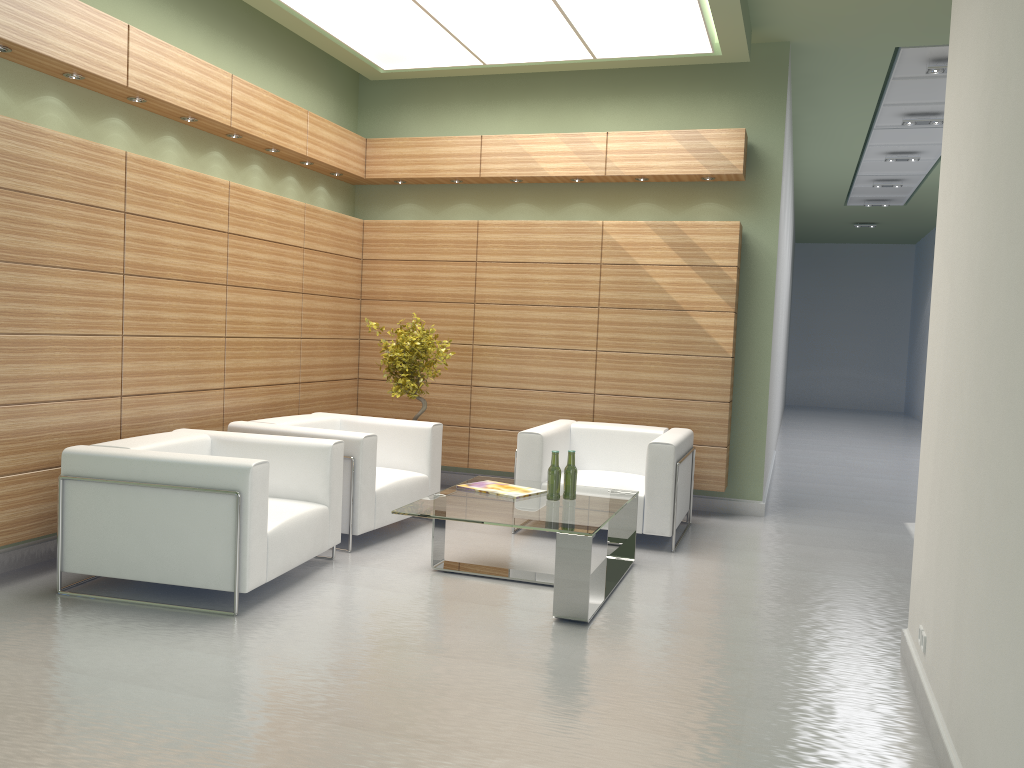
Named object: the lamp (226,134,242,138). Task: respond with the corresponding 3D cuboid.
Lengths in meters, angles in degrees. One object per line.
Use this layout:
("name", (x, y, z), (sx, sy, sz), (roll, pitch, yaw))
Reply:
("lamp", (-3.262, -2.939, 10.420), (0.181, 0.074, 0.181), (3, 3, 1))

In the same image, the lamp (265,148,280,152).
("lamp", (-3.017, -2.971, 11.180), (0.181, 0.074, 0.181), (3, 3, 1))

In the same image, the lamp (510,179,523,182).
("lamp", (0.062, -2.916, 12.603), (0.181, 0.074, 0.181), (1, 4, -22))

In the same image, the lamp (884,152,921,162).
("lamp", (8.024, -4.669, 18.228), (0.657, 0.159, 0.286), (4, 3, 18))

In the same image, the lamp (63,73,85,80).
("lamp", (-4.006, -2.840, 8.110), (0.181, 0.074, 0.181), (3, 3, 1))

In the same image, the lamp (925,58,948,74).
("lamp", (6.110, -4.414, 12.294), (0.657, 0.159, 0.286), (4, 3, 18))

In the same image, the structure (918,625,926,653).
("structure", (2.815, 1.747, 6.084), (0.017, 0.118, 0.262), (4, 3, 18))

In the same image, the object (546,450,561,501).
("object", (0.404, 0.873, 8.471), (0.131, 0.475, 0.131), (2, 3, -17))

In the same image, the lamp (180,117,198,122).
("lamp", (-3.511, -2.905, 9.646), (0.181, 0.074, 0.181), (2, 3, -10))

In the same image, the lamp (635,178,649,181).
("lamp", (1.768, -2.810, 12.057), (0.181, 0.074, 0.181), (1, 4, -22))

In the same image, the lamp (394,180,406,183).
("lamp", (-1.657, -3.024, 13.153), (0.181, 0.074, 0.181), (3, 3, 12))

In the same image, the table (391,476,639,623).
("table", (0.120, 1.474, 8.451), (1.783, 0.742, 2.197), (4, 3, 18))

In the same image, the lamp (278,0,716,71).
("lamp", (-0.403, -4.345, 9.402), (4.571, 0.325, 5.060), (4, 3, 18))

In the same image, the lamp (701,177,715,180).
("lamp", (2.610, -2.757, 11.788), (0.181, 0.074, 0.181), (3, 3, 12))

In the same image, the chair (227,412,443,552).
("chair", (-1.994, 1.054, 10.299), (1.769, 1.234, 1.894), (4, 4, 23))

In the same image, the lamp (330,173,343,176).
("lamp", (-2.517, -3.038, 12.728), (0.181, 0.074, 0.181), (3, 3, 1))

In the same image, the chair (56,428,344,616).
("chair", (-2.723, 1.148, 8.093), (1.802, 1.234, 1.894), (3, 3, 13))

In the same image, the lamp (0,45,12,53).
("lamp", (-4.251, -2.807, 7.353), (0.181, 0.074, 0.181), (2, 3, -10))

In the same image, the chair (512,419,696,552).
("chair", (1.162, 1.165, 10.802), (1.894, 1.234, 1.802), (4, 3, 18))

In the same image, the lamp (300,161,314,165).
("lamp", (-2.765, -3.005, 11.960), (0.181, 0.074, 0.181), (2, 3, -10))

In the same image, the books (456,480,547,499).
("books", (-0.105, 1.053, 8.875), (0.762, 0.025, 0.508), (5, 4, 38))

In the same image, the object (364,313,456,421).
("object", (-1.423, 0.318, 11.801), (1.201, 2.565, 1.116), (2, 3, -14))

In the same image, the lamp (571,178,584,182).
("lamp", (0.909, -2.863, 12.332), (0.181, 0.074, 0.181), (3, 3, 12))

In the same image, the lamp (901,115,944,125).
("lamp", (7.046, -4.539, 15.196), (0.657, 0.159, 0.286), (4, 3, 18))

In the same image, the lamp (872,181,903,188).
("lamp", (8.985, -4.796, 21.209), (0.657, 0.159, 0.286), (4, 3, 18))

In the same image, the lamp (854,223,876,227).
("lamp", (11.288, -5.102, 28.352), (0.657, 0.159, 0.286), (4, 3, 18))

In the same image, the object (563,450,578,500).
("object", (0.564, 0.876, 8.546), (0.131, 0.475, 0.131), (2, 3, -17))

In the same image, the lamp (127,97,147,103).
("lamp", (-3.757, -2.873, 8.883), (0.181, 0.074, 0.181), (3, 3, 1))

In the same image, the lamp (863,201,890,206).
("lamp", (9.919, -4.921, 24.107), (0.657, 0.159, 0.286), (4, 3, 18))

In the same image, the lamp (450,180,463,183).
("lamp", (-0.803, -2.970, 12.879), (0.181, 0.074, 0.181), (3, 3, 12))
